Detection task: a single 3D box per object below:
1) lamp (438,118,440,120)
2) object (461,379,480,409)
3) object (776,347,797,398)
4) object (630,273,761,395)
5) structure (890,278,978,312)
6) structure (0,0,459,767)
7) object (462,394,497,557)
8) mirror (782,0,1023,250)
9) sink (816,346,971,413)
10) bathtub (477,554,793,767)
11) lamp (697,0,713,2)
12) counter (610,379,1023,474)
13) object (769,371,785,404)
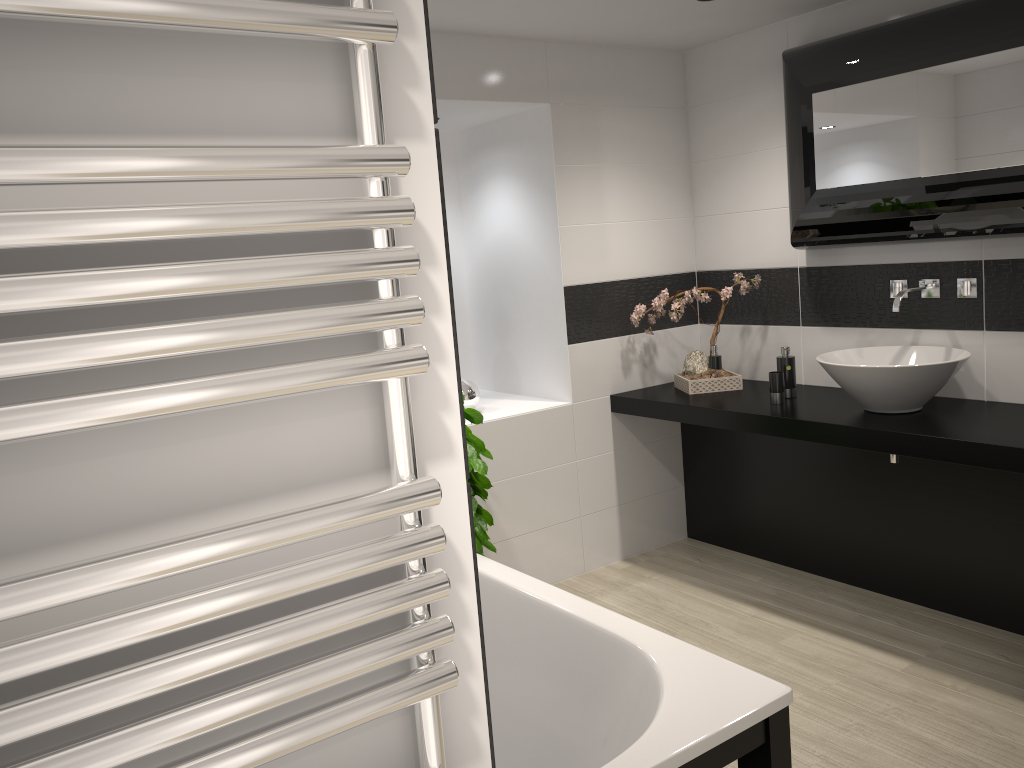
[{"bbox_3d":[-0.399,-1.264,4.235,0.105,0.004,0.106,-1,9,22],"label":"lamp"},{"bbox_3d":[-0.234,0.057,4.175,0.163,0.163,0.163,-8,8,-21],"label":"object"},{"bbox_3d":[1.215,-0.053,3.923,0.079,0.220,0.079,2,10,45],"label":"object"},{"bbox_3d":[0.891,-0.249,4.308,0.628,0.558,0.261,-5,7,-5],"label":"object"},{"bbox_3d":[1.619,-0.357,3.558,0.260,0.108,0.367,-10,10,-34],"label":"structure"},{"bbox_3d":[-0.258,0.044,0.509,0.474,1.287,0.039,-9,8,-34],"label":"structure"},{"bbox_3d":[-0.265,0.519,3.560,0.418,1.127,0.440,-4,7,6],"label":"object"},{"bbox_3d":[1.969,-0.949,2.908,0.259,0.898,2.618,-9,9,-34],"label":"mirror"},{"bbox_3d":[1.498,-0.009,3.494,0.559,0.211,0.562,-3,8,9],"label":"sink"},{"bbox_3d":[-0.442,0.936,2.413,1.011,0.673,2.183,-10,10,-34],"label":"bathtub"},{"bbox_3d":[0.790,-1.544,3.538,0.106,0.004,0.106,-8,9,-19],"label":"lamp"},{"bbox_3d":[1.857,0.191,2.984,0.657,0.084,3.851,-10,10,-34],"label":"counter"},{"bbox_3d":[1.141,0.016,3.815,0.063,0.133,0.063,-5,7,0],"label":"object"}]
